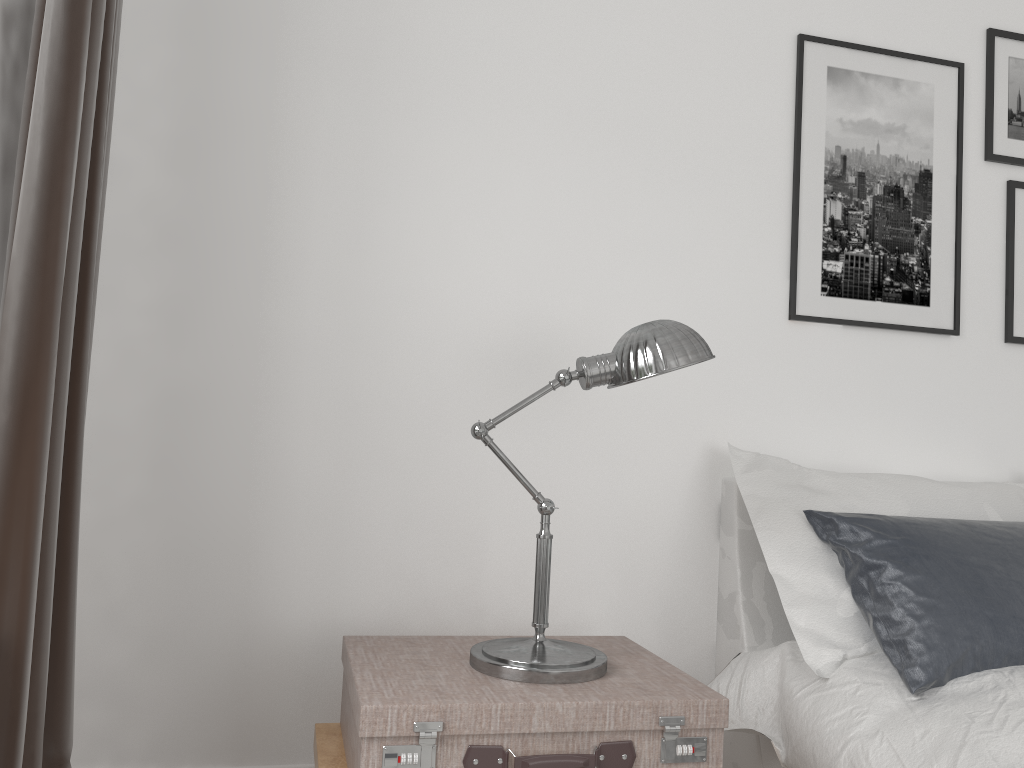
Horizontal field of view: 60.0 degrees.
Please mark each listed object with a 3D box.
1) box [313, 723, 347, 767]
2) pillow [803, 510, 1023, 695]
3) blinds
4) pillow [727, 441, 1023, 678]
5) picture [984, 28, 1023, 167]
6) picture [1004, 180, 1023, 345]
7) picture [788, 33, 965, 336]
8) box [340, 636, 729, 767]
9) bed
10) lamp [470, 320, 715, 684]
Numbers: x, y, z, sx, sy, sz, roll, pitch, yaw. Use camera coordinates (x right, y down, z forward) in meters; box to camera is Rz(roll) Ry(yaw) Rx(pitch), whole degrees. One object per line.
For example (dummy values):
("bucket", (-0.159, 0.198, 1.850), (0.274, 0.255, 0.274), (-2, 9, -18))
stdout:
("box", (-0.046, 0.821, 1.697), (0.647, 0.185, 0.537), (4, -4, -14))
("pillow", (1.119, 0.474, 1.976), (0.837, 0.329, 0.405), (4, -4, -13))
("blinds", (-0.664, -0.299, 1.544), (0.327, 2.680, 0.779), (4, -4, -19))
("pillow", (1.518, 0.465, 2.290), (1.965, 0.529, 0.465), (4, -4, -14))
("picture", (1.701, -0.843, 2.710), (0.592, 0.403, 0.015), (4, -4, -14))
("picture", (1.814, -0.339, 2.709), (0.720, 0.486, 0.015), (4, -4, -14))
("picture", (1.049, -0.562, 2.532), (0.545, 0.810, 0.015), (4, -4, -14))
("box", (0.009, 0.641, 1.721), (0.647, 0.185, 0.537), (4, -4, -14))
("bed", (1.710, 0.702, 1.353), (2.217, 0.926, 2.473), (4, -4, -13))
("lamp", (0.153, 0.209, 1.781), (0.488, 0.699, 0.269), (4, -4, -14))
